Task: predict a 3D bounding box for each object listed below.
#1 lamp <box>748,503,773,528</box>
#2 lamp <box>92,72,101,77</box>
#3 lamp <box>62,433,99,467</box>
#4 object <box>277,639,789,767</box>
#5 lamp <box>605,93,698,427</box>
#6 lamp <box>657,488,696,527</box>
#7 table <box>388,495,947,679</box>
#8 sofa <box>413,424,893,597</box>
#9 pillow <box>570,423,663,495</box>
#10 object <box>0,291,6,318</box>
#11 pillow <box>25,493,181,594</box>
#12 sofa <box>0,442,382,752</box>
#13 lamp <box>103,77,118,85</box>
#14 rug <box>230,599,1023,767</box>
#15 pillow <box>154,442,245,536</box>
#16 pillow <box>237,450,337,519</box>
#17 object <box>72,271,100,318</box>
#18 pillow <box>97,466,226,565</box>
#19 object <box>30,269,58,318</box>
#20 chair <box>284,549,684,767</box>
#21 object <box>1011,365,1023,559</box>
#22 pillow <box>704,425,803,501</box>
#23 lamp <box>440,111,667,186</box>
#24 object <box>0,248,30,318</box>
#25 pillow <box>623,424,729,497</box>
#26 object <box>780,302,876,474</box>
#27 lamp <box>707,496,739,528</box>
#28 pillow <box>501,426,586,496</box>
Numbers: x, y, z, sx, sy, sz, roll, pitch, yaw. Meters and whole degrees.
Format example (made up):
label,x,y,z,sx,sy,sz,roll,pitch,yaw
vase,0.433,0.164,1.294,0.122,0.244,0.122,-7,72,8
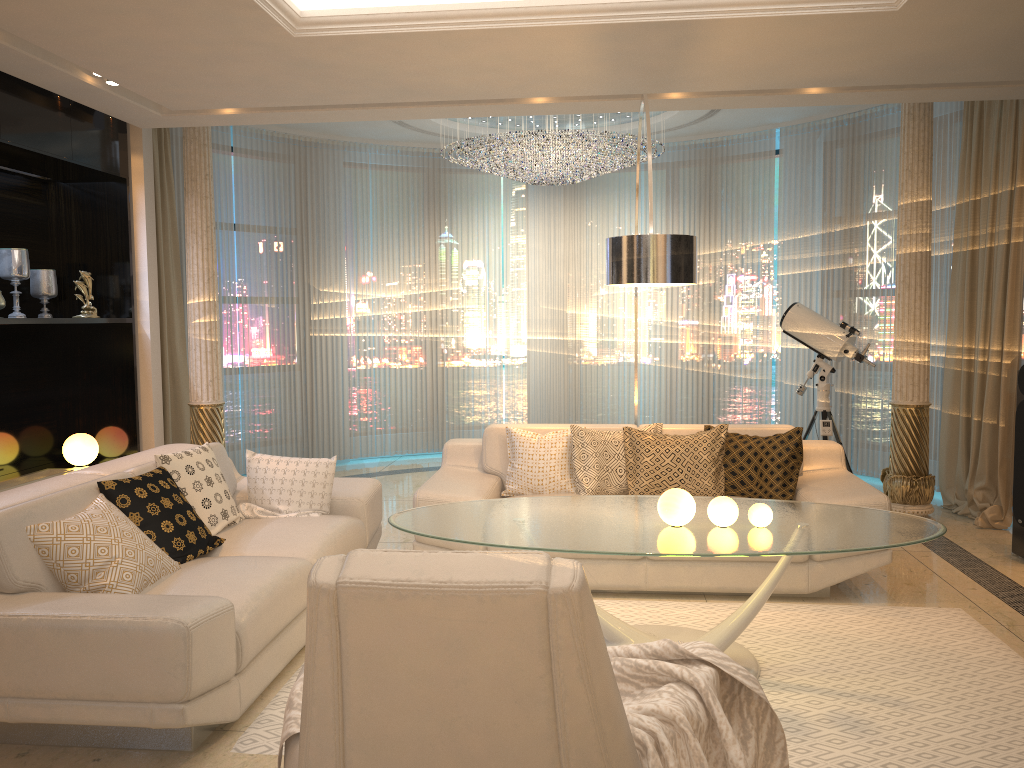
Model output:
label,x,y,z,sx,sy,sz,roll,pitch,yaw
lamp,0.936,0.494,3.340,0.090,0.091,0.090,-3,5,-33
lamp,-2.151,-1.673,4.631,0.107,0.127,0.107,-2,4,-13
lamp,-2.813,0.427,5.785,0.212,0.214,0.213,-3,5,-33
object,0.148,0.934,1.959,1.347,0.580,0.972,3,6,43
lamp,0.688,-0.236,4.667,0.393,2.519,2.009,0,4,6
lamp,0.625,0.468,3.371,0.143,0.143,0.143,-1,4,-10
table,0.572,0.815,3.492,2.140,0.565,0.999,0,4,5
sofa,0.706,0.637,4.843,2.328,0.754,1.145,0,4,6
pillow,0.578,0.427,4.927,0.587,0.429,0.288,-2,4,-19
object,-2.878,-0.439,4.919,0.119,0.154,0.119,1,4,16
pillow,-1.466,0.605,3.234,0.351,0.329,0.521,0,4,6
sofa,-1.375,0.737,3.757,1.145,0.754,2.328,0,4,6
lamp,-2.143,-1.671,4.761,0.107,0.127,0.107,-2,4,-13
rug,0.598,1.110,3.502,2.900,0.020,1.661,0,4,6
pillow,-1.425,0.489,4.143,0.255,0.399,0.526,0,4,6
pillow,-1.141,0.494,4.406,0.521,0.325,0.281,1,4,15
object,-2.671,-0.558,5.554,0.116,0.293,0.182,0,4,3
pillow,-1.429,0.537,3.686,0.323,0.355,0.524,0,4,6
object,-2.921,-0.553,5.538,0.147,0.317,0.147,0,4,8
chair,-0.065,0.741,1.912,1.027,0.991,0.983,0,4,5
object,3.053,0.424,4.884,0.468,1.127,0.285,0,4,6
pillow,1.285,0.428,4.754,0.575,0.436,0.301,3,5,37
lamp,0.329,-1.978,7.291,2.109,0.685,2.109,-4,5,-39
object,-2.955,-0.588,5.278,0.156,0.426,0.156,0,4,11
pillow,0.888,0.427,4.821,0.575,0.436,0.301,0,4,12
object,2.131,0.175,6.049,0.616,1.471,0.570,0,4,12
lamp,0.798,0.482,3.354,0.115,0.115,0.115,2,5,31
pillow,0.179,0.432,4.939,0.463,0.380,0.222,0,4,10
